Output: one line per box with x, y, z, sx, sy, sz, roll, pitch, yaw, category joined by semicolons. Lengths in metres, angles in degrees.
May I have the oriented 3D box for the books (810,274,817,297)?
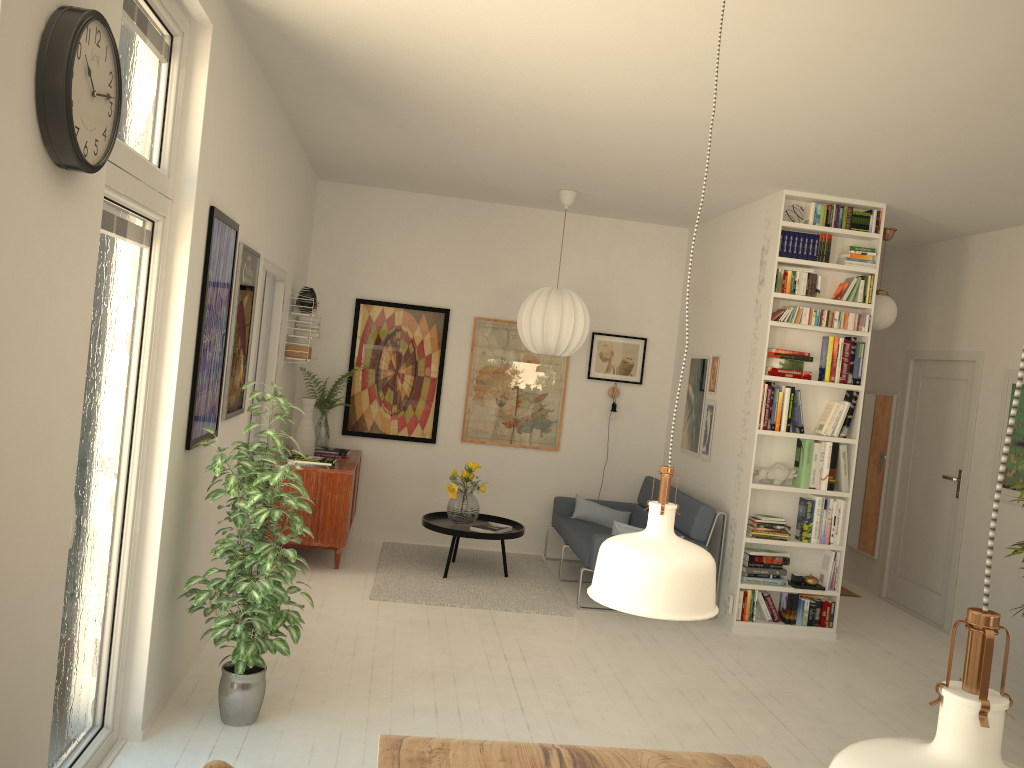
1.965;-0.645;5.875;0.023;0.153;0.176;6;1;-7;books

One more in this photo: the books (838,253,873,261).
2.272;-0.842;5.934;0.173;0.030;0.199;6;2;-17;books

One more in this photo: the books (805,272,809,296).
1.922;-0.653;5.883;0.013;0.159;0.176;6;1;-7;books

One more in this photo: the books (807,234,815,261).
1.945;-0.896;5.894;0.034;0.178;0.188;6;1;-7;books

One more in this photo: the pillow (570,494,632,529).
0.739;1.066;7.305;0.539;0.277;0.157;6;1;-6;pillow

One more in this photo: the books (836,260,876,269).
2.277;-0.789;5.939;0.214;0.038;0.223;6;2;-7;books

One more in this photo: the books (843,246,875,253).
2.303;-0.887;5.930;0.169;0.032;0.188;6;2;-2;books

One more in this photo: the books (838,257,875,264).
2.282;-0.817;5.937;0.200;0.018;0.208;6;2;-7;books

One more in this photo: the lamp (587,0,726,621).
0.334;-0.410;1.548;0.230;1.595;0.229;7;1;28;lamp

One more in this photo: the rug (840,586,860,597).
2.340;1.673;7.426;0.941;0.002;0.553;6;2;-7;rug

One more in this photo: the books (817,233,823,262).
2.009;-0.895;5.913;0.020;0.191;0.205;6;1;-7;books

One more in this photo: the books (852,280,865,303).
2.289;-0.613;5.939;0.030;0.153;0.200;6;1;-7;books

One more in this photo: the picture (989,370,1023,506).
3.359;0.358;5.636;0.012;0.876;0.822;6;1;-7;picture

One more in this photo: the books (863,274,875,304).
2.356;-0.629;5.948;0.022;0.198;0.212;6;1;-7;books

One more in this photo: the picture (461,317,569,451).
0.044;0.005;7.495;0.838;1.052;0.012;6;1;-7;picture

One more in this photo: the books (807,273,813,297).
1.938;-0.650;5.904;0.024;0.155;0.206;6;2;-7;books

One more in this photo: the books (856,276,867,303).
2.317;-0.628;5.959;0.022;0.187;0.186;6;1;-7;books

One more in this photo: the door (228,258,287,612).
-2.003;0.230;5.472;0.882;2.033;0.955;6;1;-7;door

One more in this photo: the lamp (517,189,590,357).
0.349;-0.821;6.579;0.536;1.229;0.536;7;1;27;lamp

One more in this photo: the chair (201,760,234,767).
-0.370;1.119;1.612;0.483;0.810;0.385;6;1;-5;chair

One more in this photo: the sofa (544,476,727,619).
0.865;1.144;6.688;0.964;0.773;1.603;6;2;-7;sofa

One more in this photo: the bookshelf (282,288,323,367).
-1.552;-0.404;6.644;0.184;0.564;0.695;6;1;-7;bookshelf

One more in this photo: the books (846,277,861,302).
2.246;-0.626;5.937;0.065;0.168;0.229;6;2;-7;books

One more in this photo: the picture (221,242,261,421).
-1.386;-0.264;4.557;0.020;0.869;0.525;6;1;-7;picture

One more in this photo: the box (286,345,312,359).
-1.553;-0.233;6.470;0.152;0.084;0.266;6;2;-7;box

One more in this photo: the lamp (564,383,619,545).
0.677;0.680;7.529;0.360;1.416;0.112;6;1;-7;lamp

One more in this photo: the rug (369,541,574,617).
-0.327;1.401;6.514;1.304;0.012;1.661;6;2;-5;rug

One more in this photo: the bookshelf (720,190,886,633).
1.936;0.214;5.935;0.710;2.900;0.249;6;1;-7;bookshelf

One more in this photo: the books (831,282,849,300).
2.175;-0.614;5.954;0.073;0.129;0.200;6;2;-7;books

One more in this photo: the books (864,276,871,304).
2.337;-0.626;5.948;0.014;0.188;0.218;6;1;-7;books

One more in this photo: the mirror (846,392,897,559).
3.061;0.759;7.577;0.029;1.370;0.500;6;1;-7;mirror

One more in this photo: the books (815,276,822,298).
2.000;-0.637;5.898;0.020;0.145;0.189;6;1;-7;books

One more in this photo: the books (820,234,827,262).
2.029;-0.893;5.912;0.020;0.191;0.205;6;1;-7;books

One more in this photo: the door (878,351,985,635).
3.235;0.768;6.794;0.166;2.033;0.955;6;1;-7;door

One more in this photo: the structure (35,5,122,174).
-1.003;-0.685;2.081;0.074;0.371;0.371;6;1;-7;structure

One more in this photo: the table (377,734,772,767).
0.213;1.235;1.146;0.894;0.749;1.798;6;2;-7;table

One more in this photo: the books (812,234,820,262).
1.980;-0.893;5.898;0.034;0.178;0.188;6;1;-7;books

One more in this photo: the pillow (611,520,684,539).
0.890;1.109;6.038;0.533;0.353;0.141;6;1;-7;pillow

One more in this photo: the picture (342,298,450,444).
-0.962;-0.102;7.366;0.778;1.133;0.018;6;1;-7;picture

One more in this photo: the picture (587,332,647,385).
0.900;-0.218;7.589;0.481;0.402;0.015;6;1;-7;picture

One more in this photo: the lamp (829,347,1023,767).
0.438;-0.374;0.696;0.230;1.595;0.229;7;2;39;lamp

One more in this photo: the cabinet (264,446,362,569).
-1.474;0.910;6.688;0.546;0.727;1.263;6;2;-7;cabinet

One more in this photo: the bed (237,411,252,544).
-2.770;0.640;6.689;1.655;0.973;0.934;6;1;-7;bed

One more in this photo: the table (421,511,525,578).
-0.304;1.210;6.553;0.761;0.386;0.761;7;2;9;table

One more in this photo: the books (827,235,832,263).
2.069;-0.889;5.920;0.020;0.191;0.205;6;1;-7;books

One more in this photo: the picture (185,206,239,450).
-1.303;-0.238;3.879;0.018;0.999;0.546;6;1;-7;picture

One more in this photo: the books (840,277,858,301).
2.211;-0.628;5.946;0.092;0.165;0.223;6;2;-7;books

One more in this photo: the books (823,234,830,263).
2.050;-0.891;5.906;0.020;0.191;0.205;6;1;-7;books

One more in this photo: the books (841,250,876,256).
2.294;-0.863;5.913;0.179;0.016;0.208;6;2;-2;books

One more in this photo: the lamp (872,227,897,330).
2.785;-0.788;6.688;0.275;0.767;0.275;6;1;-13;lamp
